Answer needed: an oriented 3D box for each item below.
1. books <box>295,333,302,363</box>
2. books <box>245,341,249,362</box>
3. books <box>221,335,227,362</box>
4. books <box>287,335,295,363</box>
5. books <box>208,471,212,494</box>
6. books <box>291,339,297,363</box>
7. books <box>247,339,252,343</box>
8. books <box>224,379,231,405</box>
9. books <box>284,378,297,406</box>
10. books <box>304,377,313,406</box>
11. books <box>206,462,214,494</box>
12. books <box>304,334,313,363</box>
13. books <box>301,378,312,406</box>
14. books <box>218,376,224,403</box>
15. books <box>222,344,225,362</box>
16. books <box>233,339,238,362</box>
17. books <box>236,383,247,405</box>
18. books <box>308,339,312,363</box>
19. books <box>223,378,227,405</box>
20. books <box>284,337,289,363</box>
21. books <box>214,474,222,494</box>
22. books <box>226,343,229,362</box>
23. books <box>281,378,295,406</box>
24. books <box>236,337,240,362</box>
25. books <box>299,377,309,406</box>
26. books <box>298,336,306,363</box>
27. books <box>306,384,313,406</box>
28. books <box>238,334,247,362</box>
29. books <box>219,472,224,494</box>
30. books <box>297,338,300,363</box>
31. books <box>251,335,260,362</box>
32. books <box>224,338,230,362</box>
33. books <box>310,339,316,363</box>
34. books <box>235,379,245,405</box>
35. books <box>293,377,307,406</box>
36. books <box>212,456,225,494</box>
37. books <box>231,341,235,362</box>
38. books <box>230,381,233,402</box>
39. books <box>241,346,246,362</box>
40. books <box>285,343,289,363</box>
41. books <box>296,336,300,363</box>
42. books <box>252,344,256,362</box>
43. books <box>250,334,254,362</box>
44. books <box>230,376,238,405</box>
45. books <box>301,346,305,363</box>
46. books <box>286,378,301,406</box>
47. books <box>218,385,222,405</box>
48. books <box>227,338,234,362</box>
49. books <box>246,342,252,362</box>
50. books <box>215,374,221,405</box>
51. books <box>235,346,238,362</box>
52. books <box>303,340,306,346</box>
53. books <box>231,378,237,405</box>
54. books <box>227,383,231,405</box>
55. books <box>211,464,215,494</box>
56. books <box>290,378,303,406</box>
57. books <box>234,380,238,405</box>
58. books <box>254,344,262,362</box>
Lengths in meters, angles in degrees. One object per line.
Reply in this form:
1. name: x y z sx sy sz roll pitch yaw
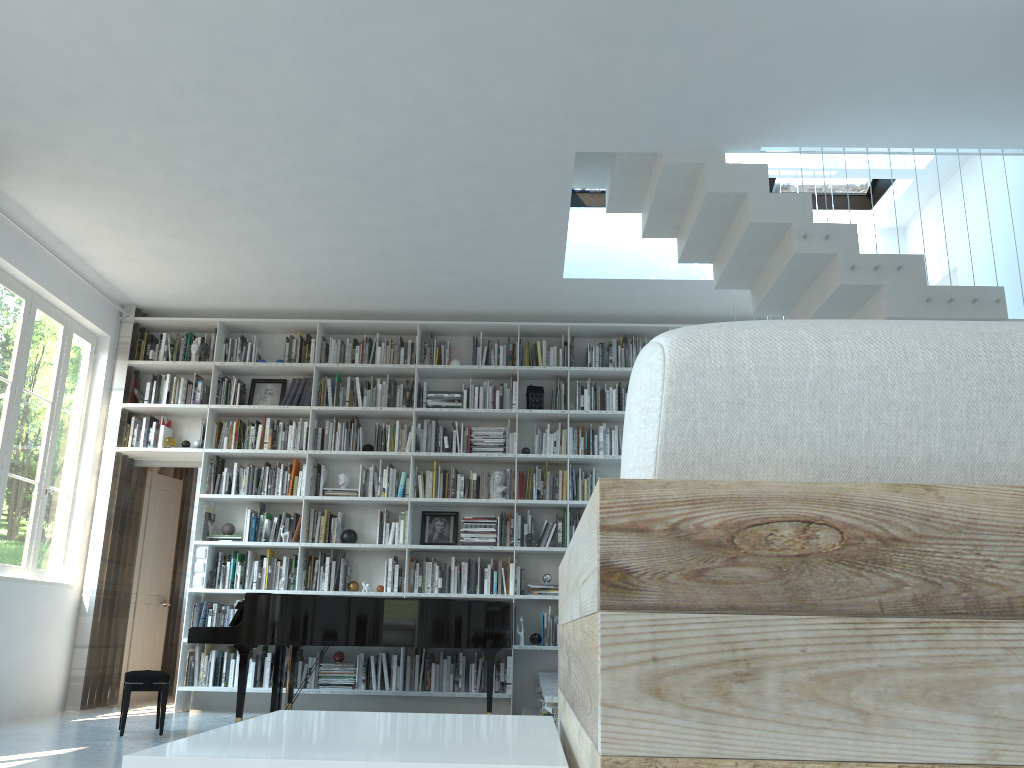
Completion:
1. books: -1.822 -0.266 7.588 0.014 0.320 0.137 1 -15 1
2. books: -2.238 -0.230 7.560 0.013 0.219 0.181 1 -16 1
3. books: -2.451 -0.261 7.586 0.007 0.284 0.160 1 -15 1
4. books: -1.870 -0.253 7.559 0.024 0.279 0.188 1 -16 1
5. books: -2.451 0.833 7.277 0.026 0.208 0.155 1 -16 1
6. books: -1.844 -0.239 7.553 0.028 0.248 0.156 1 -15 1
7. books: -2.250 -0.243 7.573 0.013 0.252 0.129 1 -15 1
8. books: -2.376 0.104 7.454 0.004 0.245 0.189 1 -16 1
9. books: -1.847 0.107 7.479 0.110 0.278 0.174 1 -15 1
10. books: -1.693 0.104 7.477 0.078 0.285 0.174 1 -15 1
11. books: -2.468 0.799 7.296 0.012 0.284 0.160 1 -15 1
12. books: -1.730 -0.262 7.552 0.025 0.296 0.164 1 -15 1
13. books: -1.716 0.105 7.482 0.078 0.285 0.174 1 -15 1
14. books: -2.443 0.089 7.478 0.006 0.286 0.149 1 -15 1
15. books: -2.440 -0.224 7.567 0.017 0.203 0.143 1 -16 1
16. books: -2.342 -0.241 7.571 0.016 0.242 0.156 1 -15 1
17. books: -2.276 0.122 7.452 0.012 0.213 0.186 1 -16 1
18. books: -1.707 -0.237 7.569 0.022 0.259 0.152 1 -15 1
19. books: -2.392 0.100 7.468 0.009 0.259 0.184 1 -16 1
20. books: -1.916 -0.249 7.576 0.013 0.277 0.151 1 -15 1
21. books: -2.384 0.844 7.259 0.037 0.181 0.189 1 -16 1
22. books: -2.409 -0.225 7.573 0.032 0.209 0.159 1 -16 1
23. books: -1.870 0.105 7.471 0.110 0.278 0.174 1 -15 1
24. books: -2.313 -0.250 7.569 0.016 0.260 0.154 1 -15 1
25. books: -1.739 0.104 7.478 0.078 0.285 0.174 1 -15 1
26. books: -1.787 -0.250 7.556 0.011 0.273 0.184 1 -16 1
27. books: -1.671 0.101 7.463 0.078 0.285 0.174 1 -15 1
28. books: -2.290 -0.263 7.555 0.015 0.278 0.191 1 -16 1
29. books: -2.359 0.836 7.280 0.042 0.208 0.144 1 -16 1
30. books: -1.798 -0.245 7.554 0.010 0.262 0.157 1 -15 1
31. books: -2.195 -0.258 7.593 0.015 0.292 0.131 1 -15 1
32. books: -2.428 -0.248 7.580 0.007 0.258 0.157 1 -15 1
33. books: -1.680 -0.238 7.555 0.031 0.253 0.178 1 -16 1
34. books: -2.287 0.105 7.465 0.012 0.254 0.167 1 -16 1
35. books: -1.772 0.101 7.459 0.097 0.281 0.174 1 -15 1
36. books: -2.407 0.769 7.274 0.012 0.332 0.185 1 -15 1
37. books: -2.356 -0.234 7.564 0.013 0.224 0.177 1 -16 1
38. books: -2.341 0.110 7.468 0.019 0.243 0.154 1 -15 1
39. books: -2.271 -0.211 7.559 0.026 0.182 0.162 1 -16 1
40. books: -1.897 -0.223 7.556 0.028 0.217 0.153 1 -16 1
41. books: -1.809 -0.252 7.568 0.013 0.282 0.167 1 -15 1
42. books: -2.182 -0.218 7.564 0.014 0.201 0.171 1 -16 1
43. books: -2.206 -0.265 7.583 0.007 0.300 0.146 1 -15 1
44. books: -2.329 0.092 7.471 0.005 0.280 0.191 1 -16 1
45. books: -1.757 -0.208 7.548 0.027 0.189 0.178 1 -16 1
46. books: -1.825 0.103 7.461 0.110 0.278 0.174 1 -15 1
47. books: -2.433 0.130 7.471 0.015 0.206 0.173 1 -16 1
48. books: -2.386 -0.245 7.570 0.012 0.248 0.180 1 -16 1
49. books: -2.221 -0.229 7.552 0.021 0.213 0.174 1 -16 1
50. books: -2.458 0.083 7.470 0.005 0.292 0.184 1 -15 1
51. books: -2.328 -0.214 7.572 0.014 0.192 0.147 1 -16 1
52. books: -1.775 -0.232 7.581 0.013 0.253 0.129 1 -15 1
53. books: -2.316 0.100 7.458 0.023 0.257 0.184 1 -16 1
54. books: -2.353 0.119 7.454 0.018 0.218 0.187 1 -16 1
55. books: -2.427 0.802 7.268 0.027 0.265 0.176 1 -16 1
56. books: -1.802 0.108 7.478 0.110 0.278 0.174 1 -15 1
57. books: -2.299 0.107 7.466 0.011 0.249 0.168 1 -16 1
58. books: -2.169 -0.219 7.574 0.013 0.209 0.137 1 -15 1
